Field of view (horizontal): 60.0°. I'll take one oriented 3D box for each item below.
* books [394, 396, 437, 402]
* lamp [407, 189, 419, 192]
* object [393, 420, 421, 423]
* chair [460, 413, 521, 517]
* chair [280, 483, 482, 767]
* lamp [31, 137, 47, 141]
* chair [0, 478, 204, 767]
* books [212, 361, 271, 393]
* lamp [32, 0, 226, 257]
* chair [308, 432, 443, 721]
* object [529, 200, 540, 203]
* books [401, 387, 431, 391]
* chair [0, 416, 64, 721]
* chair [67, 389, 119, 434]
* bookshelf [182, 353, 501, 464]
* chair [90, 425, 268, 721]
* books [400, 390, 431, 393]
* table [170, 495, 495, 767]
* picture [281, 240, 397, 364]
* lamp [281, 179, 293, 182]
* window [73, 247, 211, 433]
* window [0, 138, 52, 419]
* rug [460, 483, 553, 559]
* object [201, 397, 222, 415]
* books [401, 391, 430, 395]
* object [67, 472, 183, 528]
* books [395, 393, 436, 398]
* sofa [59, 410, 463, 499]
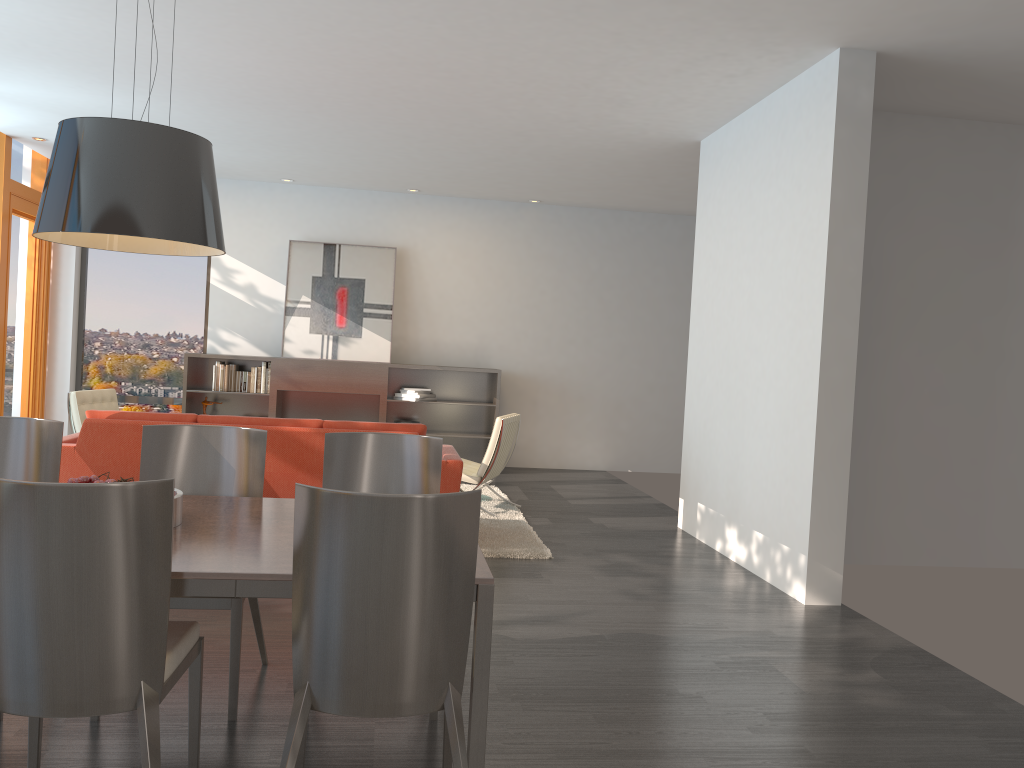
[{"bbox_3d":[-1.085,0.165,9.936,0.314,0.038,0.398,4,2,32],"label":"books"},{"bbox_3d":[-1.128,-2.202,10.093,0.129,0.010,0.129,4,2,37],"label":"lamp"},{"bbox_3d":[-1.179,0.480,9.931,0.309,0.117,0.309,4,2,26],"label":"object"},{"bbox_3d":[-0.313,0.649,7.433,0.707,0.817,0.700,3,1,12],"label":"chair"},{"bbox_3d":[-0.362,0.737,2.447,0.548,0.967,0.614,3,1,-8],"label":"chair"},{"bbox_3d":[-4.525,-2.342,8.484,0.129,0.010,0.129,4,2,37],"label":"lamp"},{"bbox_3d":[-1.119,0.698,2.342,0.548,0.967,0.614,3,1,-8],"label":"chair"},{"bbox_3d":[-2.918,-0.086,9.660,0.592,0.339,0.324,3,1,-8],"label":"books"},{"bbox_3d":[-1.164,-1.230,2.807,0.567,1.580,0.567,4,1,21],"label":"lamp"},{"bbox_3d":[-0.520,0.698,3.433,0.548,0.967,0.614,3,1,-8],"label":"chair"},{"bbox_3d":[0.262,-2.133,10.350,0.129,0.010,0.129,4,2,37],"label":"object"},{"bbox_3d":[-1.079,0.058,9.934,0.300,0.020,0.210,3,2,-18],"label":"books"},{"bbox_3d":[-1.968,0.624,3.232,0.548,0.967,0.614,3,1,-8],"label":"chair"},{"bbox_3d":[-3.361,0.473,7.641,0.707,0.817,0.700,3,1,2],"label":"chair"},{"bbox_3d":[-1.863,0.327,9.914,3.387,1.163,0.570,3,1,-8],"label":"bookshelf"},{"bbox_3d":[-1.211,0.663,3.337,0.548,0.967,0.614,3,1,-8],"label":"chair"},{"bbox_3d":[-1.080,0.078,9.934,0.210,0.020,0.300,4,2,32],"label":"books"},{"bbox_3d":[-1.211,0.832,2.851,2.151,0.764,1.172,3,2,-8],"label":"table"},{"bbox_3d":[-1.944,-0.928,10.017,1.208,1.338,0.269,3,1,-8],"label":"picture"},{"bbox_3d":[-2.511,-2.273,9.902,0.129,0.010,0.129,4,2,37],"label":"lamp"},{"bbox_3d":[-4.148,-0.894,10.043,1.409,3.339,0.065,3,1,-8],"label":"window"},{"bbox_3d":[-5.062,-0.919,9.078,0.211,3.345,1.157,3,1,-8],"label":"window"},{"bbox_3d":[-1.807,0.994,7.062,3.772,0.043,2.985,3,2,-8],"label":"rug"},{"bbox_3d":[-3.323,0.283,9.669,0.245,0.290,0.201,3,1,12],"label":"object"},{"bbox_3d":[-1.081,0.098,9.935,0.210,0.020,0.300,4,2,22],"label":"books"},{"bbox_3d":[-1.282,0.368,2.843,0.427,0.154,0.427,4,2,36],"label":"object"},{"bbox_3d":[-1.082,0.127,9.935,0.314,0.038,0.398,4,2,22],"label":"books"},{"bbox_3d":[-1.668,0.614,5.965,2.597,0.852,1.038,3,2,-8],"label":"sofa"}]
